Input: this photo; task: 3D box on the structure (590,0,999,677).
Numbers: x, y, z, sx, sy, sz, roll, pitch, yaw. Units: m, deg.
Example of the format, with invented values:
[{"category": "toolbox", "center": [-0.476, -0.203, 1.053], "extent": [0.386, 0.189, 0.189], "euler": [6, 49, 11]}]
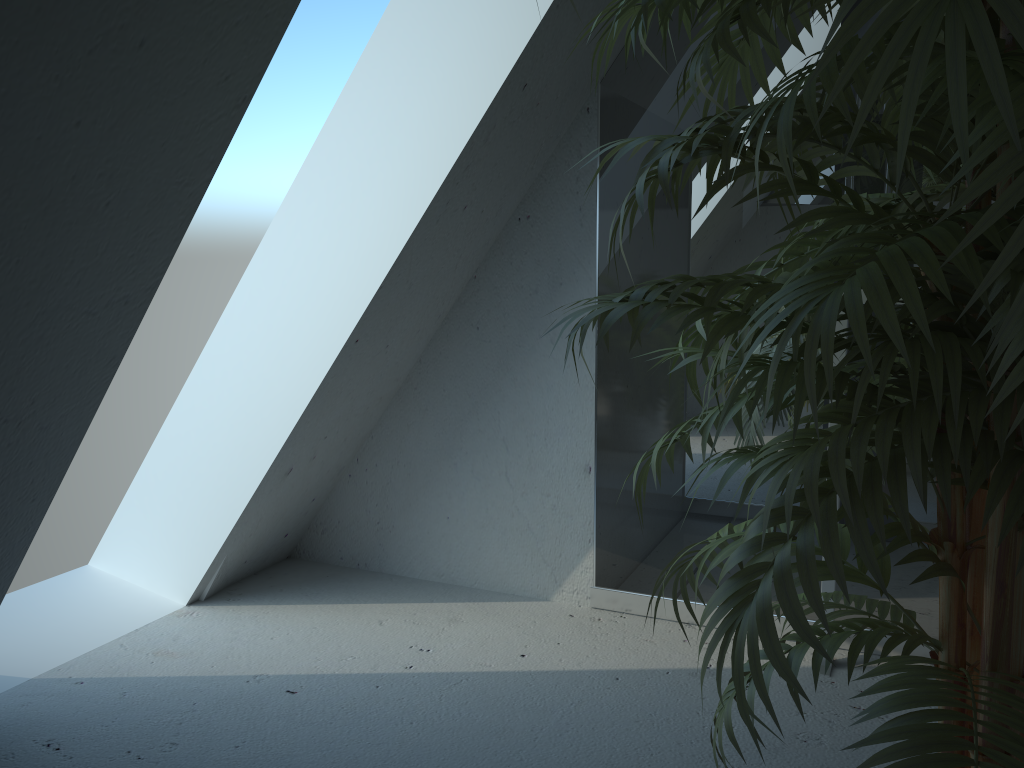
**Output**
[{"category": "structure", "center": [1.219, -0.449, 2.252], "extent": [1.835, 2.114, 1.184], "euler": [3, 9, 24]}]

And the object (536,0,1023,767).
[{"category": "object", "center": [0.486, -0.214, 0.842], "extent": [1.020, 2.034, 0.980], "euler": [-3, 8, -17]}]
